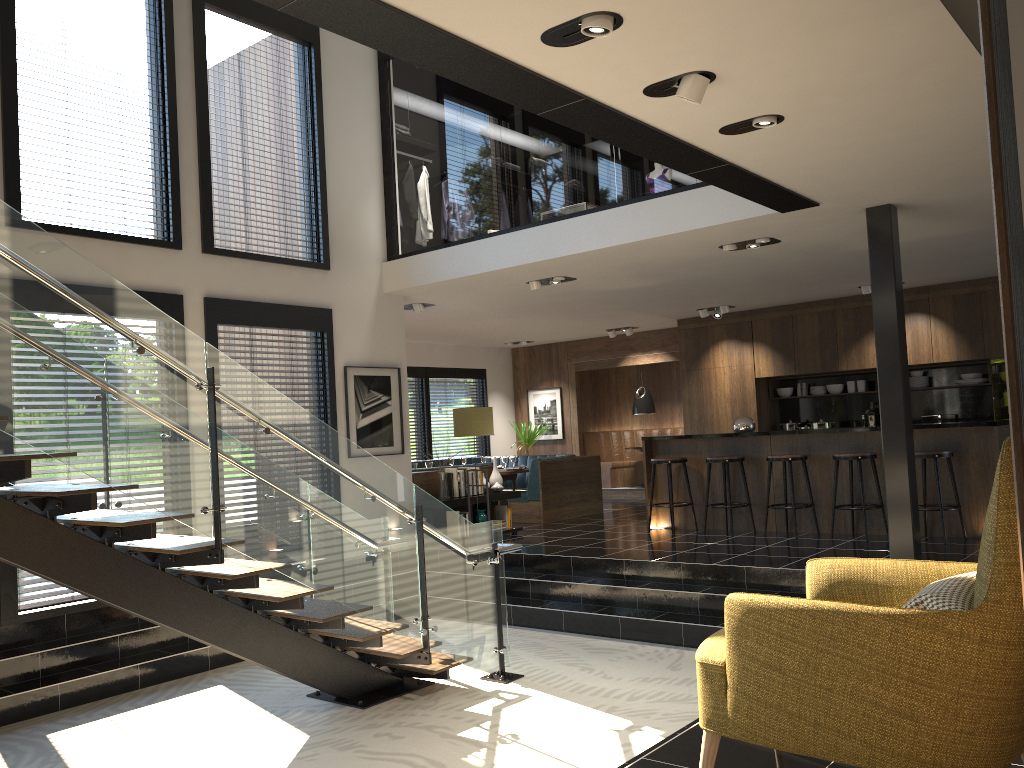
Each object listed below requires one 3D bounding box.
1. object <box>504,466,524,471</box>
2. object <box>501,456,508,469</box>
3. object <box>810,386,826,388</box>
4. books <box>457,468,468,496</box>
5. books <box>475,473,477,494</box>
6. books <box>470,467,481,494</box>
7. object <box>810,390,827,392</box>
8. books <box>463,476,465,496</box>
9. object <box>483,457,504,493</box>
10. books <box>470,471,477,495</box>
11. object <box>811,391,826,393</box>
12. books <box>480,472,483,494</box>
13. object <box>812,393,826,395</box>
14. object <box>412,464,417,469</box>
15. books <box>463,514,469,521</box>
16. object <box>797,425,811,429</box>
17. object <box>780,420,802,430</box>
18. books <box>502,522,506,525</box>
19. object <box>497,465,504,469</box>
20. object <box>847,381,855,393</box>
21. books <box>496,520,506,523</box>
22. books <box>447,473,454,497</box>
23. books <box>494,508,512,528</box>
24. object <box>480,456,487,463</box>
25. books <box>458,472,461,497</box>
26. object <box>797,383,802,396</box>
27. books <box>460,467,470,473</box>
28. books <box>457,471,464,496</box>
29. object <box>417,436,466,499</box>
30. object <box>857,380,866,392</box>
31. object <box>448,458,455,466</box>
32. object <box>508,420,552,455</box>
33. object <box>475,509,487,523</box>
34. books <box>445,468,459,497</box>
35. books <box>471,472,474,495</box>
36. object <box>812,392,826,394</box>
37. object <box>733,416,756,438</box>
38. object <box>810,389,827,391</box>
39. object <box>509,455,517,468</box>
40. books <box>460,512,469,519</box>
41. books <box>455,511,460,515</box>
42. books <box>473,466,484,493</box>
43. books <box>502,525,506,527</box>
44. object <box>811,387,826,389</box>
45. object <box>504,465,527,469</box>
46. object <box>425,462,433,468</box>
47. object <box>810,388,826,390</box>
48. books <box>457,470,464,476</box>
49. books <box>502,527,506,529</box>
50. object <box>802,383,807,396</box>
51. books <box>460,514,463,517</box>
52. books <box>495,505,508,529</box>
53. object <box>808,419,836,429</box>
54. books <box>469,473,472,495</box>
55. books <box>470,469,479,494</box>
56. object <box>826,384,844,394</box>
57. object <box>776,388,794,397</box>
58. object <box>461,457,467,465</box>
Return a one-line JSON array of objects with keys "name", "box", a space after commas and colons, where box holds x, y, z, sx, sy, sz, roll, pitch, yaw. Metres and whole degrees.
[{"name": "object", "box": [0.048, 1.121, 11.799, 0.269, 0.051, 0.324, -6, -4, 42]}, {"name": "object", "box": [-0.090, 1.062, 11.893, 0.098, 0.191, 0.098, -5, -3, 37]}, {"name": "object", "box": [4.265, 0.052, 12.347, 0.220, 0.033, 0.220, -5, -4, 36]}, {"name": "books", "box": [-0.560, 1.079, 9.763, 0.169, 0.298, 0.032, -5, -3, 39]}, {"name": "books", "box": [-0.461, 1.104, 9.869, 0.142, 0.250, 0.029, -5, -3, 39]}, {"name": "books", "box": [-0.428, 1.082, 9.912, 0.178, 0.294, 0.025, -5, -3, 39]}, {"name": "object", "box": [4.268, 0.110, 12.344, 0.220, 0.033, 0.220, -5, -4, 36]}, {"name": "books", "box": [-0.588, 1.119, 9.710, 0.170, 0.214, 0.025, -5, -3, 39]}, {"name": "object", "box": [-0.234, 1.042, 10.191, 0.319, 0.397, 0.316, -4, -3, 15]}, {"name": "books", "box": [-0.480, 1.101, 9.843, 0.194, 0.254, 0.034, -5, -3, 39]}, {"name": "object", "box": [4.268, 0.121, 12.344, 0.220, 0.033, 0.220, -5, -4, 36]}, {"name": "books", "box": [-0.400, 1.103, 9.923, 0.162, 0.250, 0.028, -5, -3, 39]}, {"name": "object", "box": [4.270, 0.145, 12.343, 0.220, 0.033, 0.220, -5, -4, 36]}, {"name": "object", "box": [-1.172, 1.049, 10.599, 0.098, 0.191, 0.098, -5, -3, 37]}, {"name": "books", "box": [-0.550, 1.525, 9.577, 0.194, 0.244, 0.036, -5, -3, 39]}, {"name": "object", "box": [4.067, 0.636, 12.244, 0.210, 0.143, 0.195, -3, -3, -3]}, {"name": "object", "box": [3.924, 0.618, 12.477, 0.255, 0.217, 0.236, -3, -3, -3]}, {"name": "books", "box": [-0.210, 1.591, 10.032, 0.167, 0.024, 0.261, -5, -4, 36]}, {"name": "object", "box": [-0.255, 1.173, 12.470, 0.325, 0.051, 0.269, -6, -4, 42]}, {"name": "object", "box": [4.611, 0.042, 12.047, 0.109, 0.161, 0.109, -4, -3, 21]}, {"name": "books", "box": [-0.215, 1.567, 10.036, 0.156, 0.025, 0.274, -6, -4, 42]}, {"name": "books", "box": [-0.696, 1.095, 9.611, 0.156, 0.263, 0.026, -5, -3, 39]}, {"name": "books", "box": [-0.104, 1.541, 10.196, 0.231, 0.232, 0.037, -5, -3, 39]}, {"name": "object", "box": [-0.392, 1.106, 12.410, 0.098, 0.191, 0.098, -5, -3, 37]}, {"name": "books", "box": [-0.638, 1.095, 9.644, 0.173, 0.262, 0.030, -5, -3, 39]}, {"name": "object", "box": [4.058, 0.084, 12.526, 0.060, 0.185, 0.060, -2, -3, -20]}, {"name": "books", "box": [-0.521, 1.075, 9.804, 0.155, 0.305, 0.032, -5, -3, 39]}, {"name": "books", "box": [-0.598, 1.088, 9.682, 0.160, 0.276, 0.030, -5, -3, 39]}, {"name": "object", "box": [-0.720, 0.856, 9.486, 0.607, 0.744, 0.406, -3, -3, -1]}, {"name": "object", "box": [4.715, 0.032, 11.963, 0.109, 0.161, 0.109, -1, -3, -38]}, {"name": "object", "box": [-0.846, 1.133, 12.449, 0.098, 0.191, 0.098, -5, -3, 37]}, {"name": "object", "box": [0.374, 1.278, 15.221, 0.818, 1.381, 0.956, -3, -3, -3]}, {"name": "object", "box": [-0.340, 1.517, 9.787, 0.125, 0.258, 0.125, -5, -3, 34]}, {"name": "books", "box": [-0.652, 1.069, 9.613, 0.160, 0.312, 0.035, -5, -3, 39]}, {"name": "books", "box": [-0.492, 1.104, 9.816, 0.149, 0.246, 0.023, -5, -3, 39]}, {"name": "object", "box": [4.269, 0.132, 12.343, 0.220, 0.033, 0.220, -5, -4, 36]}, {"name": "object", "box": [2.451, 0.452, 9.349, 0.227, 0.228, 0.227, -3, -3, 0]}, {"name": "object", "box": [4.267, 0.097, 12.345, 0.220, 0.033, 0.220, -5, -4, 36]}, {"name": "object", "box": [0.019, 1.066, 12.071, 0.098, 0.191, 0.098, -5, -3, 37]}, {"name": "books", "box": [-0.542, 1.520, 9.638, 0.159, 0.260, 0.067, -5, -3, 39]}, {"name": "books", "box": [-0.628, 1.507, 9.529, 0.176, 0.284, 0.030, -5, -3, 39]}, {"name": "books", "box": [-0.377, 1.078, 10.003, 0.131, 0.307, 0.022, -5, -3, 39]}, {"name": "books", "box": [-0.211, 1.616, 10.033, 0.156, 0.025, 0.275, -5, -4, 35]}, {"name": "object", "box": [4.265, 0.064, 12.346, 0.220, 0.033, 0.220, -5, -4, 36]}, {"name": "object", "box": [0.062, 1.143, 12.225, 0.325, 0.051, 0.269, -6, -4, 42]}, {"name": "object", "box": [-1.006, 1.051, 10.788, 0.098, 0.191, 0.098, -5, -3, 37]}, {"name": "object", "box": [4.267, 0.087, 12.345, 0.220, 0.033, 0.220, -5, -4, 36]}, {"name": "books", "box": [-0.580, 1.088, 9.739, 0.141, 0.280, 0.031, -5, -3, 39]}, {"name": "books", "box": [-0.211, 1.642, 10.033, 0.156, 0.025, 0.274, -5, -4, 36]}, {"name": "object", "box": [4.116, 0.079, 12.478, 0.060, 0.185, 0.060, -3, -2, 8]}, {"name": "books", "box": [-0.590, 1.526, 9.568, 0.167, 0.245, 0.030, -5, -3, 39]}, {"name": "books", "box": [-0.116, 1.525, 10.165, 0.156, 0.263, 0.026, -5, -3, 39]}, {"name": "object", "box": [4.193, 0.587, 11.993, 0.300, 0.218, 0.279, -2, -3, -18]}, {"name": "books", "box": [-0.522, 1.099, 9.769, 0.202, 0.255, 0.025, -5, -3, 39]}, {"name": "books", "box": [-0.440, 1.088, 9.887, 0.155, 0.280, 0.028, -5, -3, 39]}, {"name": "object", "box": [4.453, 0.078, 12.205, 0.234, 0.138, 0.234, -1, -3, -31]}, {"name": "object", "box": [3.900, 0.130, 12.654, 0.234, 0.138, 0.234, -6, -4, 42]}, {"name": "object", "box": [-0.680, 1.134, 12.639, 0.098, 0.191, 0.098, -5, -3, 37]}]
